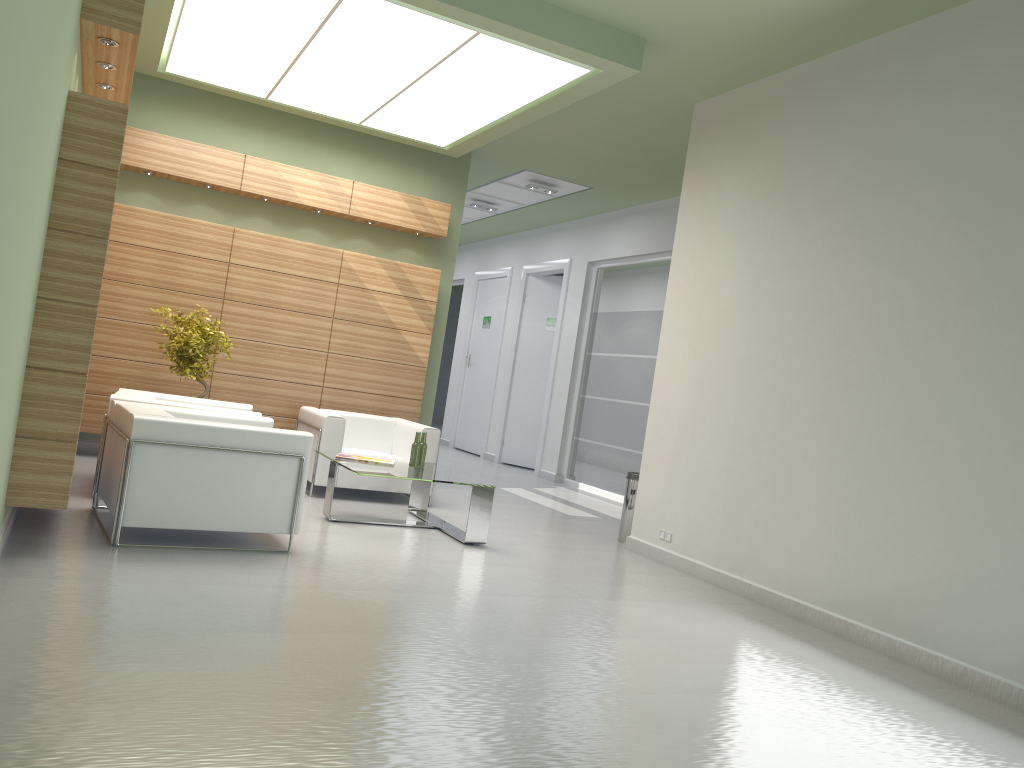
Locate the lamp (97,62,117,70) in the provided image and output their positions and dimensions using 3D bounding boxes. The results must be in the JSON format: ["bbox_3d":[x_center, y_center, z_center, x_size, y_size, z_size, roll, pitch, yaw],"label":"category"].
[{"bbox_3d":[-3.940,-3.120,8.632,0.181,0.074,0.181,9,-1,-42],"label":"lamp"}]

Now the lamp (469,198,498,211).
[{"bbox_3d":[-0.679,-4.318,21.406,0.657,0.159,0.286,9,-1,-26],"label":"lamp"}]

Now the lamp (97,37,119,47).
[{"bbox_3d":[-3.599,-3.076,7.913,0.181,0.074,0.181,8,-1,36],"label":"lamp"}]

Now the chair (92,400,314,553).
[{"bbox_3d":[-3.306,0.945,9.422,1.802,1.234,1.894,9,-1,-31],"label":"chair"}]

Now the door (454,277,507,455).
[{"bbox_3d":[-0.942,-0.561,25.792,0.250,5.083,2.089,9,-1,-26],"label":"door"}]

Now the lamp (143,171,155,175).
[{"bbox_3d":[-5.688,-3.334,13.911,0.181,0.074,0.181,9,-1,-31],"label":"lamp"}]

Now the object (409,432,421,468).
[{"bbox_3d":[-1.283,0.874,11.850,0.131,0.475,0.131,8,-1,29],"label":"object"}]

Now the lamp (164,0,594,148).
[{"bbox_3d":[-2.105,-4.420,12.076,4.571,0.325,5.060,9,-1,-26],"label":"lamp"}]

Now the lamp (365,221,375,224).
[{"bbox_3d":[-2.475,-2.841,15.465,0.181,0.074,0.181,8,-1,25],"label":"lamp"}]

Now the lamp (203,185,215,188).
[{"bbox_3d":[-4.886,-3.211,14.299,0.181,0.074,0.181,9,-1,-31],"label":"lamp"}]

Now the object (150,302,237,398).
[{"bbox_3d":[-4.847,0.065,13.025,1.116,2.565,1.201,8,-1,33],"label":"object"}]

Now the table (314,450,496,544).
[{"bbox_3d":[-1.521,1.453,11.628,1.783,0.742,2.197,9,-1,-26],"label":"table"}]

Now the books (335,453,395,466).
[{"bbox_3d":[-1.942,1.002,11.790,0.762,0.025,0.508,9,-1,-6],"label":"books"}]

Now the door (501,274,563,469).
[{"bbox_3d":[0.952,-0.302,23.153,2.089,5.083,0.134,8,-1,34],"label":"door"}]

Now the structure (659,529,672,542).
[{"bbox_3d":[2.032,2.003,11.756,0.017,0.118,0.262,9,-1,-26],"label":"structure"}]

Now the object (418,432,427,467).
[{"bbox_3d":[-1.219,0.885,12.015,0.131,0.475,0.131,8,-1,29],"label":"object"}]

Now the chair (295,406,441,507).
[{"bbox_3d":[-2.357,1.128,14.058,1.894,1.234,1.802,9,-1,-26],"label":"chair"}]

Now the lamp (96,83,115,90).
[{"bbox_3d":[-4.287,-3.166,9.365,0.181,0.074,0.181,9,-1,-42],"label":"lamp"}]

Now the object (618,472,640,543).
[{"bbox_3d":[1.866,1.846,13.146,0.482,1.027,0.483,8,-1,36],"label":"object"}]

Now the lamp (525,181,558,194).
[{"bbox_3d":[0.626,-4.148,18.653,0.657,0.159,0.286,9,-1,-26],"label":"lamp"}]

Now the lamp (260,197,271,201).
[{"bbox_3d":[-4.075,-3.086,14.692,0.181,0.074,0.181,8,-1,25],"label":"lamp"}]

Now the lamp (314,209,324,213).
[{"bbox_3d":[-3.280,-2.964,15.076,0.181,0.074,0.181,9,-1,-31],"label":"lamp"}]

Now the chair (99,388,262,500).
[{"bbox_3d":[-4.286,0.817,11.526,1.769,1.234,1.894,9,-1,-21],"label":"chair"}]

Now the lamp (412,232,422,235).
[{"bbox_3d":[-1.686,-2.720,15.847,0.181,0.074,0.181,9,-1,-31],"label":"lamp"}]
